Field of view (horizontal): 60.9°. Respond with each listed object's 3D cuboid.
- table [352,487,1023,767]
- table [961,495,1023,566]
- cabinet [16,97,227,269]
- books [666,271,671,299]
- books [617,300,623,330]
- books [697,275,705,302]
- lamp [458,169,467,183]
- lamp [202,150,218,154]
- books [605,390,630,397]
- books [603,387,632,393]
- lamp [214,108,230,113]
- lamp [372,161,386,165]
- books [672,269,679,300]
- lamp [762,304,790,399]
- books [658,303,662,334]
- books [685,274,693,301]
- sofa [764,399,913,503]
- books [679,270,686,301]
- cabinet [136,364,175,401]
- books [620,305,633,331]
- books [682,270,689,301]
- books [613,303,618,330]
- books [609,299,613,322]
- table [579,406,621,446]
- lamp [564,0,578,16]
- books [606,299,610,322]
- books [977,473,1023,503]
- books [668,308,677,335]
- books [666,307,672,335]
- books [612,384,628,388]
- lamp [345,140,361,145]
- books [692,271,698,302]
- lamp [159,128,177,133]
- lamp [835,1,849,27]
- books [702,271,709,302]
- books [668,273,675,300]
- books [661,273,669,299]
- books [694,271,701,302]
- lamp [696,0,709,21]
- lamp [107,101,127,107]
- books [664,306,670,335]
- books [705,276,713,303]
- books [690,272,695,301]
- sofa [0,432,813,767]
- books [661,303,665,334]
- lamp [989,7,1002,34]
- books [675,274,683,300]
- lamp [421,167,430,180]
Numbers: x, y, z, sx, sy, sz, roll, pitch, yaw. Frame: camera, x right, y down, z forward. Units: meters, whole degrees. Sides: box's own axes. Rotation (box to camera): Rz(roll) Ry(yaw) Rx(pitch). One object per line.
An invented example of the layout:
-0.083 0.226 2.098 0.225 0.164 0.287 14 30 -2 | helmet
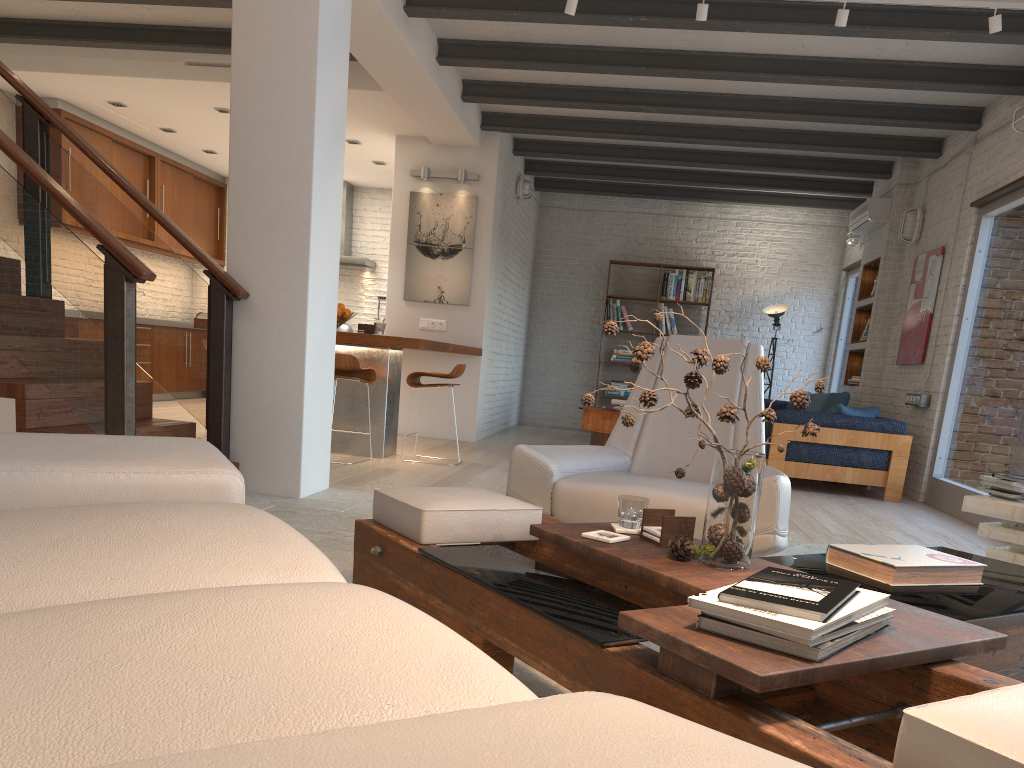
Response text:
0.757 0.635 2.217 1.973 0.440 2.155 4 2 -31 | table
1.935 0.685 3.103 0.495 0.517 0.482 1 8 -32 | table
-4.198 -2.091 9.809 0.461 1.187 3.279 7 3 8 | cabinet
1.995 -1.250 11.151 0.020 0.368 0.265 7 8 8 | books
1.397 -0.886 11.292 0.121 0.391 0.238 7 9 8 | books
2.400 -1.197 11.090 0.055 0.338 0.248 7 8 8 | books
-0.468 -1.953 8.184 0.078 0.107 0.079 11 10 35 | lamp
-3.388 -2.622 9.777 0.123 0.056 0.121 6 3 8 | lamp
1.412 0.125 11.480 0.324 0.057 0.251 6 2 17 | books
1.397 0.076 11.481 0.379 0.037 0.239 5 2 7 | books
-2.619 -2.503 7.920 0.123 0.056 0.121 6 3 8 | lamp
-1.451 -2.437 9.539 0.123 0.056 0.121 6 3 8 | lamp
2.079 -1.255 11.125 0.036 0.393 0.238 7 9 8 | books
3.351 -0.063 10.815 0.507 1.894 0.841 1 11 -20 | lamp
1.909 -0.836 11.247 0.101 0.394 0.238 7 9 8 | books
2.250 -1.211 11.099 0.055 0.338 0.248 7 8 8 | books
2.378 0.492 8.917 2.074 0.676 3.876 6 2 8 | sofa
2.171 -1.246 11.108 0.036 0.393 0.238 7 9 8 | books
-2.984 -1.140 10.186 4.790 2.906 2.206 3 8 -28 | cabinet
1.488 -0.846 11.310 0.194 0.327 0.248 6 8 8 | books
2.209 -1.243 11.114 0.036 0.393 0.238 7 9 8 | books
1.344 -0.868 11.334 0.102 0.342 0.248 7 8 8 | books
1.293 -0.898 11.317 0.091 0.394 0.238 7 9 8 | books
1.140 0.487 8.966 1.071 0.457 1.800 6 2 14 | table
0.332 -2.118 4.869 0.059 0.132 0.083 1 10 -22 | lamp
1.255 -0.901 11.314 0.091 0.394 0.238 7 9 8 | books
1.953 0.392 2.987 0.390 0.081 0.555 5 2 -8 | books
2.062 -0.795 11.215 0.158 0.337 0.248 6 8 8 | books
2.018 -0.808 11.233 0.124 0.357 0.265 7 8 8 | books
1.418 0.023 11.481 0.205 0.034 0.130 6 2 7 | books
-1.577 -2.426 8.674 0.123 0.056 0.121 6 3 8 | lamp
2.324 -1.232 11.113 0.036 0.393 0.238 7 9 8 | books
-3.515 -2.612 8.911 0.123 0.056 0.121 6 3 8 | lamp
1.779 -1.985 4.693 0.060 0.124 0.084 7 8 10 | lamp
2.451 -1.220 11.084 0.036 0.393 0.238 7 9 8 | books
2.030 -1.232 11.133 0.055 0.338 0.248 7 8 8 | books
1.956 -1.240 11.160 0.055 0.338 0.248 7 8 8 | books
2.358 -1.229 11.096 0.036 0.393 0.238 7 9 8 | books
1.045 -2.050 4.784 0.060 0.132 0.084 7 9 10 | lamp
-3.641 -2.601 8.045 0.123 0.056 0.121 6 3 8 | lamp
1.995 -0.810 11.227 0.124 0.357 0.265 7 8 8 | books
2.499 -1.188 11.100 0.055 0.338 0.248 7 8 8 | books
2.292 -1.221 11.106 0.020 0.368 0.265 7 8 8 | books
-0.767 0.349 1.366 1.145 0.774 2.276 2 4 -32 | sofa
1.943 -0.832 11.220 0.103 0.393 0.238 7 9 8 | books
2.548 -1.906 4.593 0.087 0.132 0.057 0 11 -32 | lamp
2.125 -1.223 11.139 0.055 0.338 0.248 7 8 8 | books
-0.819 -1.987 8.227 0.078 0.107 0.079 11 10 35 | lamp
